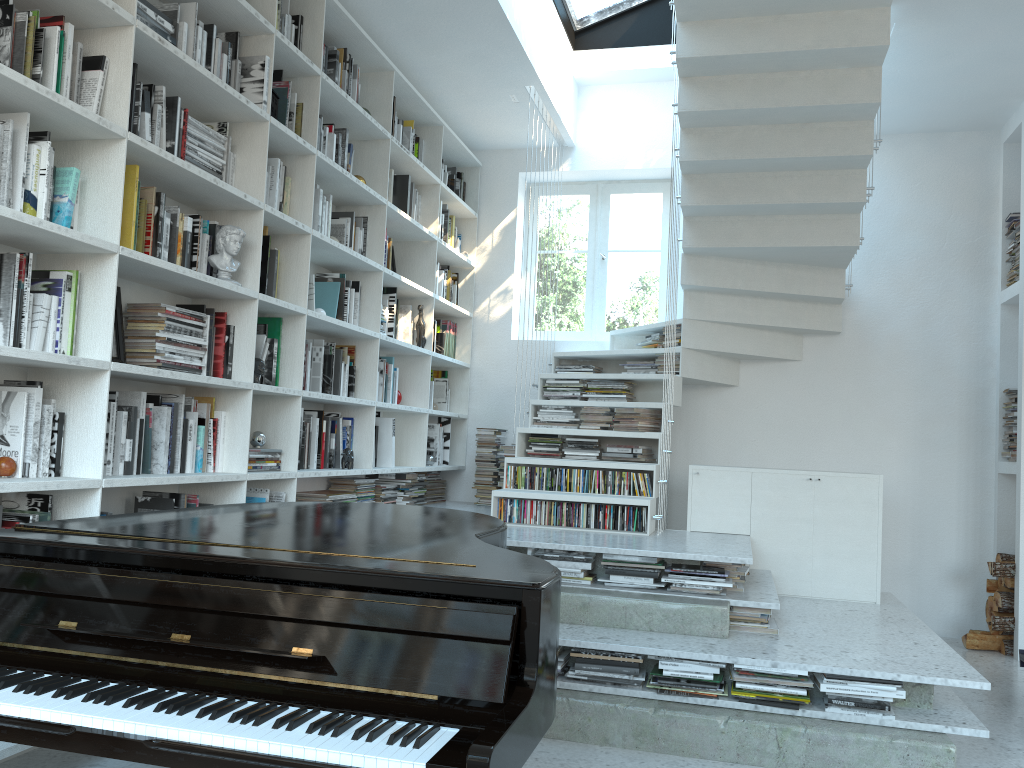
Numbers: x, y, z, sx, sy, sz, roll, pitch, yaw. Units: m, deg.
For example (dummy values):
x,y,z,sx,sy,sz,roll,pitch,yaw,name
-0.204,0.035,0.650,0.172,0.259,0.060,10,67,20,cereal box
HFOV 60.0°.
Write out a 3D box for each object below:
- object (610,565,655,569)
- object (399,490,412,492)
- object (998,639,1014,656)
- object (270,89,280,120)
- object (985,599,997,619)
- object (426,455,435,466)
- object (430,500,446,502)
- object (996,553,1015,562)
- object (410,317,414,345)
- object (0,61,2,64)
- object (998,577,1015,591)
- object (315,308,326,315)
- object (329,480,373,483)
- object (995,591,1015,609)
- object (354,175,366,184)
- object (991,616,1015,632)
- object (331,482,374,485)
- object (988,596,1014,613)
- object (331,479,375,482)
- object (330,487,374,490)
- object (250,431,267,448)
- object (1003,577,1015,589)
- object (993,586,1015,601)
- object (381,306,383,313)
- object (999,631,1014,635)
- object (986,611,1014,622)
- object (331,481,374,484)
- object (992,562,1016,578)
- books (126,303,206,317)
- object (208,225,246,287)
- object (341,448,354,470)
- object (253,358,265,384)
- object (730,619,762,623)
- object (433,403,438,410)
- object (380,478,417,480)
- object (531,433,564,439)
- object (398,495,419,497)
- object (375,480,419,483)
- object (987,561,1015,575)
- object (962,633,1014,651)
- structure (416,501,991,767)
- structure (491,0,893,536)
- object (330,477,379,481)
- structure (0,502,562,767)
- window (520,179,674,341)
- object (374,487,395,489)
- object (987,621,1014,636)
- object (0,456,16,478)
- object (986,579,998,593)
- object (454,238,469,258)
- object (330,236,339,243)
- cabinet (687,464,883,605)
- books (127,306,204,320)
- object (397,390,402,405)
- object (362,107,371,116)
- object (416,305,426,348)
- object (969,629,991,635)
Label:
x,y,z,sx,sy,sz,roll,pitch,yaw,name
0.545,0.805,3.951,0.203,0.006,0.142,2,-4,13,object
-0.740,0.661,5.546,0.199,0.015,0.134,2,-4,15,object
3.047,1.537,5.134,0.408,0.097,0.138,2,-4,8,object
-1.088,-1.220,3.822,0.135,0.248,0.135,2,-3,5,object
3.100,1.385,5.328,0.439,0.148,0.128,2,-4,14,object
-0.554,0.514,5.964,0.071,0.072,0.071,4,-4,-27,object
-0.633,0.808,6.169,0.205,0.007,0.368,1,-4,24,object
3.119,1.103,5.353,0.332,0.140,0.141,2,-4,15,object
-0.714,-0.322,5.632,0.179,0.211,0.022,2,-3,15,object
-1.481,-0.887,2.486,0.097,0.098,0.097,4,-4,-27,object
3.086,1.210,5.282,0.328,0.152,0.133,2,-4,12,object
-0.971,-0.346,4.462,0.071,0.072,0.071,4,-4,-27,object
-0.909,0.551,5.054,0.159,0.005,0.285,2,-4,15,object
3.036,1.268,5.153,0.393,0.092,0.129,2,-4,10,object
-0.833,-1.069,4.762,0.100,0.101,0.100,3,-4,-8,object
2.973,1.384,5.074,0.442,0.094,0.096,2,-4,11,object
-0.909,0.562,5.053,0.161,0.005,0.254,2,-4,15,object
3.071,1.335,5.305,0.397,0.109,0.132,3,-4,-1,object
-0.906,0.546,5.053,0.161,0.005,0.254,2,-4,16,object
-0.911,0.589,5.048,0.161,0.005,0.254,2,-4,15,object
-1.101,0.240,3.843,0.071,0.072,0.071,4,-4,-27,object
3.107,1.155,5.149,0.434,0.103,0.141,2,-4,11,object
3.048,1.313,5.246,0.405,0.225,0.068,2,-3,7,object
-0.743,-0.411,4.886,0.087,0.288,0.075,5,-4,-40,object
3.030,1.416,5.155,0.394,0.107,0.149,2,-4,5,object
3.083,1.416,5.279,0.440,0.109,0.169,3,-4,3,object
-0.909,0.557,5.053,0.161,0.005,0.254,2,-4,15,object
2.989,1.080,5.096,0.442,0.094,0.096,2,-4,11,object
-1.310,-0.280,3.367,0.161,0.012,0.254,1,-4,18,books
-1.129,-0.503,3.498,0.138,0.243,0.137,4,-4,-20,object
-0.847,0.385,4.567,0.064,0.114,0.161,3,-4,2,object
-1.065,-0.053,3.705,0.079,0.113,0.054,2,-3,13,object
1.009,1.005,3.829,0.140,0.004,0.204,1,-4,18,object
-0.566,0.174,6.356,0.071,0.072,0.071,4,-4,-27,object
-0.740,0.590,5.538,0.259,0.005,0.141,1,-4,18,object
0.214,0.313,5.339,0.174,0.025,0.161,1,-4,18,object
-0.743,0.693,5.538,0.293,0.007,0.132,1,-4,18,object
-0.740,0.606,5.539,0.295,0.004,0.144,2,-4,13,object
3.073,1.103,5.284,0.417,0.101,0.110,2,-4,17,object
2.974,1.515,5.209,0.642,0.108,0.134,3,-4,3,object
0.455,1.099,4.691,3.112,0.659,2.902,2,-4,15,structure
0.938,-0.568,4.823,1.954,3.379,2.616,2,-4,15,structure
-0.897,0.541,5.051,0.159,0.005,0.285,1,-4,19,object
-0.444,0.806,2.399,1.334,0.832,1.920,2,-4,15,structure
0.628,-0.893,6.534,1.117,1.225,0.042,2,-3,15,window
-0.820,0.624,5.409,0.207,0.008,0.328,2,-4,15,object
2.996,1.398,5.154,0.445,0.207,0.084,2,-3,10,object
-1.479,0.242,2.585,0.061,0.062,0.061,4,-4,-27,object
3.082,1.239,5.367,0.406,0.086,0.088,2,-4,13,object
-0.386,-0.960,6.319,0.095,0.137,0.204,1,-4,30,object
-0.957,-0.720,4.653,0.111,0.113,0.112,3,-4,-8,object
1.496,0.811,4.955,0.993,0.667,0.552,2,-4,15,cabinet
-1.312,-0.268,3.367,0.161,0.012,0.254,2,-4,12,books
-0.741,0.084,5.495,0.115,0.116,0.115,3,-4,-8,object
-0.810,-1.437,4.780,0.104,0.105,0.104,4,-4,-27,object
-0.579,-0.354,5.598,0.087,0.288,0.075,5,-4,-40,object
3.002,1.545,5.342,0.446,0.097,0.117,2,-4,10,object
